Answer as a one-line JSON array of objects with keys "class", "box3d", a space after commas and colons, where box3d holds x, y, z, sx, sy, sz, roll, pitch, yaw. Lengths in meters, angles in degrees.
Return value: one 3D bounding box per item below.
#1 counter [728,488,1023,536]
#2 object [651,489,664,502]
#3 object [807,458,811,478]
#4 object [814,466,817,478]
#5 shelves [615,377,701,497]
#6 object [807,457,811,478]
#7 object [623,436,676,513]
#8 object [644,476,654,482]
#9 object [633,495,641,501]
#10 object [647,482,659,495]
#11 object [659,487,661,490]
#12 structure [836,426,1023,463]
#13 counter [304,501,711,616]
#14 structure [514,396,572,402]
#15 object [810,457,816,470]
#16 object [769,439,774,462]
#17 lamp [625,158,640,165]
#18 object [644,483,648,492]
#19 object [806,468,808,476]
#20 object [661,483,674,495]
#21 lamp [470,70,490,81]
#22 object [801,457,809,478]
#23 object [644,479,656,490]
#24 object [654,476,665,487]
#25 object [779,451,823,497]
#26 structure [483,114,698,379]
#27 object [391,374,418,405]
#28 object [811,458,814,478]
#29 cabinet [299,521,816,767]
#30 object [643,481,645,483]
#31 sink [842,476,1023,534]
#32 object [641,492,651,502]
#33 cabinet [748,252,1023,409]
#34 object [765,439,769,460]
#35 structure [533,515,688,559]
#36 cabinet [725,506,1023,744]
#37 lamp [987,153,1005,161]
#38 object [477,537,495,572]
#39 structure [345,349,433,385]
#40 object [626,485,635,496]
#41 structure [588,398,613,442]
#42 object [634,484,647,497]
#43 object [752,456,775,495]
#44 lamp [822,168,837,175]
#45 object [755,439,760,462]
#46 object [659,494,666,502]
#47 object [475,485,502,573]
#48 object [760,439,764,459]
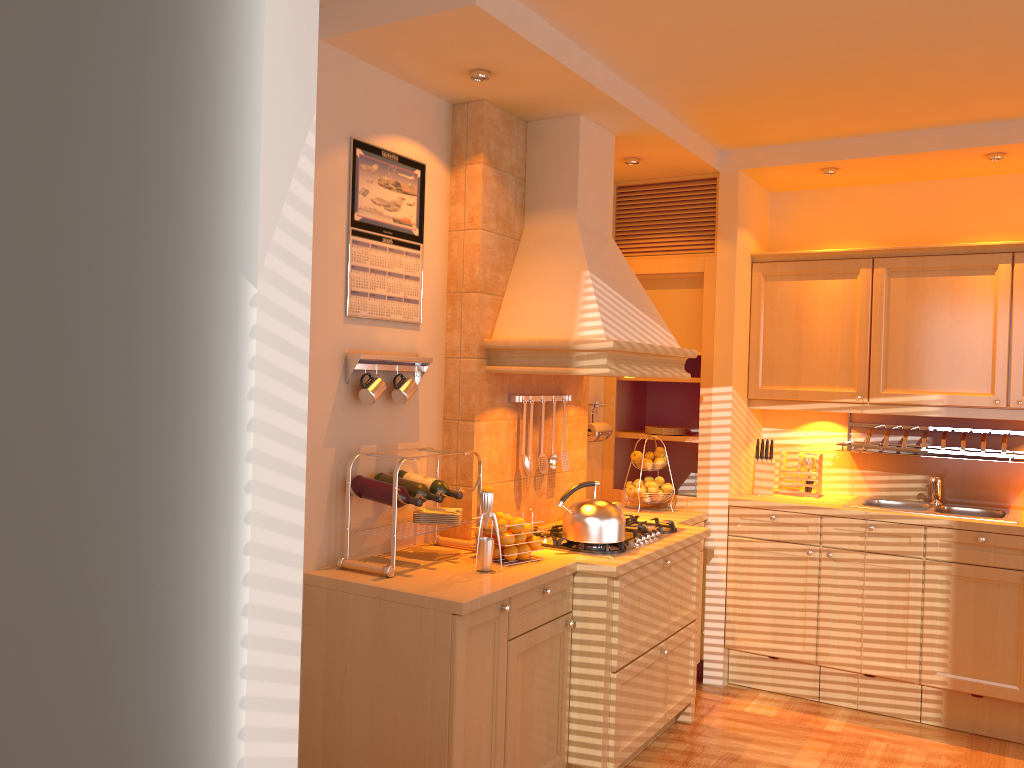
[{"class": "counter", "box3d": [2.010, 0.619, 4.240, 1.800, 0.038, 0.600, 2, 1, 31]}, {"class": "object", "box3d": [0.726, 0.556, 4.428, 0.064, 0.062, 0.064, 2, 1, 18]}, {"class": "object", "box3d": [1.549, 0.483, 4.623, 0.020, 0.196, 0.017, 1, 1, -34]}, {"class": "object", "box3d": [1.577, 0.493, 4.632, 0.044, 0.178, 0.019, 2, 1, 8]}, {"class": "shelves", "box3d": [0.908, 0.315, 4.912, 0.600, 0.702, 0.582, 2, 1, 31]}, {"class": "object", "box3d": [1.555, 0.483, 4.644, 0.018, 0.196, 0.023, 2, 1, 35]}, {"class": "object", "box3d": [0.698, 0.450, 4.501, 0.265, 0.376, 0.265, 2, 1, -10]}, {"class": "object", "box3d": [0.697, 0.489, 4.502, 0.051, 0.048, 0.050, 1, 1, -26]}, {"class": "object", "box3d": [0.639, 0.571, 4.496, 0.046, 0.043, 0.047, 2, 1, -9]}, {"class": "object", "box3d": [0.700, 0.517, 4.394, 0.056, 0.063, 0.065, 2, 1, 7]}, {"class": "object", "box3d": [0.738, 0.520, 4.520, 0.057, 0.059, 0.058, 2, 1, -5]}, {"class": "structure", "box3d": [2.097, 0.290, 4.366, 0.900, 0.126, 0.300, 2, 1, 31]}, {"class": "counter", "box3d": [0.234, 0.651, 3.641, 0.770, 0.038, 2.250, 2, 1, 31]}, {"class": "structure", "box3d": [0.140, 0.063, 3.844, 0.009, 0.024, 0.506, 2, 1, 31]}, {"class": "object", "box3d": [1.567, 0.480, 4.658, 0.042, 0.192, 0.040, 2, 1, -9]}, {"class": "object", "box3d": [1.343, 0.419, 4.599, 0.019, 0.265, 0.037, 2, 1, 14]}, {"class": "lamp", "box3d": [0.581, -1.076, 4.288, 0.070, 0.021, 0.070, 2, 1, 14]}, {"class": "object", "box3d": [0.670, 0.530, 4.506, 0.051, 0.052, 0.047, 2, 1, 28]}, {"class": "object", "box3d": [1.553, 0.492, 4.661, 0.019, 0.178, 0.044, 2, 1, 27]}, {"class": "object", "box3d": [0.778, 0.525, 4.445, 0.063, 0.060, 0.064, 1, 1, -44]}, {"class": "lamp", "box3d": [-0.113, -1.087, 3.128, 0.070, 0.021, 0.070, 2, 1, 14]}, {"class": "object", "box3d": [1.533, 0.479, 4.623, 0.042, 0.192, 0.040, 2, 1, -8]}, {"class": "object", "box3d": [0.696, 0.509, 4.450, 0.063, 0.061, 0.063, 2, 1, 5]}, {"class": "object", "box3d": [0.741, 0.490, 4.456, 0.050, 0.052, 0.049, 2, 1, 38]}, {"class": "object", "box3d": [1.524, 0.471, 4.673, 0.200, 0.221, 0.103, 2, 1, 31]}, {"class": "structure", "box3d": [1.960, -0.464, 3.584, 4.091, 1.148, 1.061, 2, 1, 5]}, {"class": "object", "box3d": [-0.388, 0.019, 3.200, 0.066, 0.111, 0.103, 2, 1, 24]}, {"class": "object", "box3d": [1.561, 0.483, 4.622, 0.022, 0.196, 0.018, 2, 1, 35]}, {"class": "cabinet", "box3d": [0.534, 1.098, 3.807, 1.141, 0.840, 2.850, 2, 1, 31]}, {"class": "object", "box3d": [0.684, 0.523, 4.547, 0.058, 0.055, 0.059, 2, 1, 38]}, {"class": "sink", "box3d": [2.009, 0.606, 4.238, 0.746, 0.336, 0.465, 2, 1, 31]}, {"class": "object", "box3d": [0.675, 0.568, 4.457, 0.052, 0.056, 0.057, 2, 1, -7]}, {"class": "cabinet", "box3d": [2.105, -0.252, 4.347, 1.792, 0.712, 0.332, 2, 1, 31]}, {"class": "object", "box3d": [1.319, 0.418, 4.601, 0.019, 0.265, 0.038, 2, 1, 14]}, {"class": "structure", "box3d": [0.364, 0.612, 3.709, 0.494, 0.051, 0.797, 2, 1, 31]}, {"class": "cabinet", "box3d": [2.516, 0.727, 3.922, 3.000, 1.700, 0.625, 2, 1, 31]}, {"class": "lamp", "box3d": [2.184, -1.025, 4.004, 0.070, 0.021, 0.070, 2, 1, -20]}, {"class": "object", "box3d": [-0.090, 0.575, 2.984, 0.060, 0.106, 0.060, 2, 1, -1]}, {"class": "structure", "box3d": [-0.432, -0.057, 3.168, 0.069, 0.118, 0.405, 2, 1, 31]}, {"class": "object", "box3d": [0.601, 0.538, 4.476, 0.056, 0.057, 0.053, 2, 1, 8]}, {"class": "structure", "box3d": [0.423, 0.183, 4.555, 0.126, 0.220, 0.320, 2, 1, 31]}, {"class": "object", "box3d": [0.641, 0.532, 4.422, 0.063, 0.063, 0.063, 2, 1, 42]}, {"class": "object", "box3d": [1.311, 0.476, 4.616, 0.100, 0.200, 0.070, 2, 1, 4]}, {"class": "lamp", "box3d": [1.565, -1.047, 4.369, 0.070, 0.021, 0.070, 2, 1, -9]}, {"class": "object", "box3d": [1.274, 0.417, 4.604, 0.019, 0.265, 0.037, 2, 1, -5]}, {"class": "object", "box3d": [0.750, 0.566, 4.489, 0.063, 0.061, 0.064, 2, 1, 9]}, {"class": "object", "box3d": [-0.095, 0.484, 2.971, 0.101, 0.288, 0.088, 2, 1, 31]}, {"class": "object", "box3d": [1.296, 0.417, 4.603, 0.019, 0.265, 0.038, 2, 1, 14]}]
